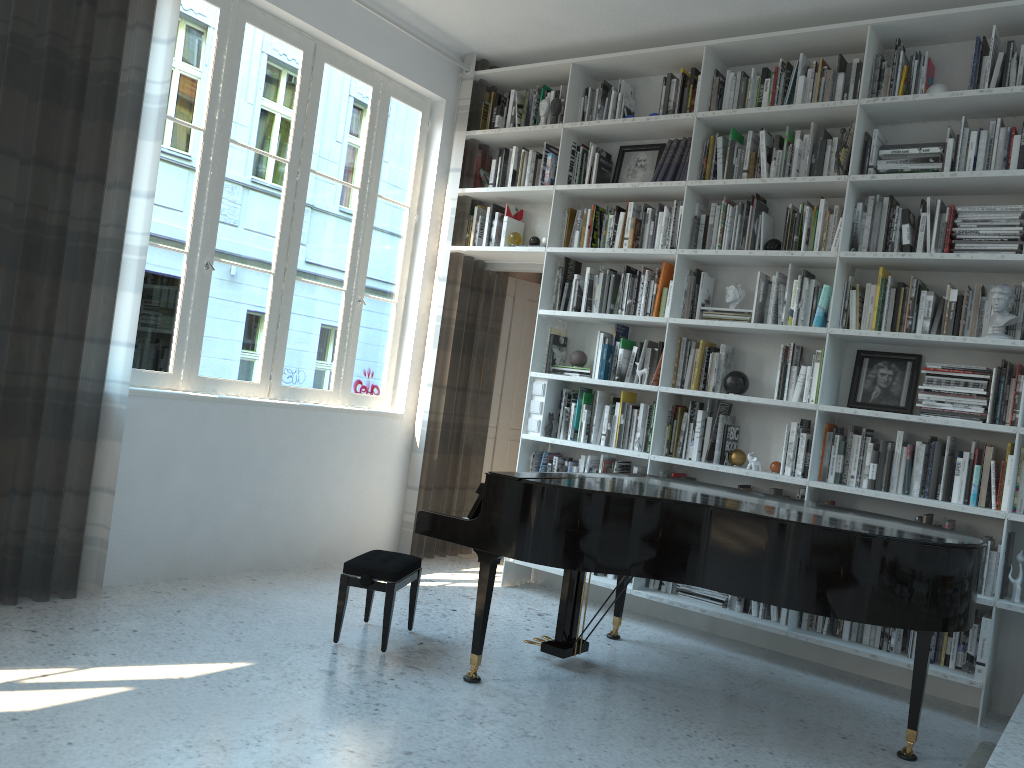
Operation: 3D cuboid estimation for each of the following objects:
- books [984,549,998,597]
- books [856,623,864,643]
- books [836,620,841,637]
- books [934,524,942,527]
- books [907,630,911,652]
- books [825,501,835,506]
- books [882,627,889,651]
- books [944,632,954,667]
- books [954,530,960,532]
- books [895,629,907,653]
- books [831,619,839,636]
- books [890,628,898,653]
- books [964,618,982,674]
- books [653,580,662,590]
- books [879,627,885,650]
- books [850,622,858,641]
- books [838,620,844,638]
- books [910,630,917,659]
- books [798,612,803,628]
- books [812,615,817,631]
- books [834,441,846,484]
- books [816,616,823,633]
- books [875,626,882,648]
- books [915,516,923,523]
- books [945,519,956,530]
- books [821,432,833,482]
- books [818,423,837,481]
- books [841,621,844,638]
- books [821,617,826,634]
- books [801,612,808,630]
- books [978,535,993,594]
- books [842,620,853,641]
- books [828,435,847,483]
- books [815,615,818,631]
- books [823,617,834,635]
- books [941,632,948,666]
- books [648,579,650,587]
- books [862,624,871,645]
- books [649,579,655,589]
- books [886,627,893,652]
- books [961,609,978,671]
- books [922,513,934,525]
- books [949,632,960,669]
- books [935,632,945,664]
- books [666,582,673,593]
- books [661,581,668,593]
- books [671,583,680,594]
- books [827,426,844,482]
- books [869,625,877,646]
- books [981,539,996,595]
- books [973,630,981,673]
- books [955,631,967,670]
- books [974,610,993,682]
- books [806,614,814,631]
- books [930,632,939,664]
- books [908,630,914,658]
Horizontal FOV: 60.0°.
[{"bbox_3d":[2.110,0.827,3.895,0.027,0.196,0.147,8,0,35],"label":"books"},{"bbox_3d":[1.694,1.079,4.234,0.026,0.294,0.155,8,0,35],"label":"books"},{"bbox_3d":[1.610,1.097,4.293,0.012,0.239,0.128,8,0,35],"label":"books"},{"bbox_3d":[1.938,0.773,4.039,0.066,0.261,0.133,8,0,35],"label":"books"},{"bbox_3d":[1.857,1.141,4.124,0.040,0.212,0.129,8,0,35],"label":"books"},{"bbox_3d":[1.526,0.709,4.304,0.012,0.285,0.137,8,0,35],"label":"books"},{"bbox_3d":[1.780,1.131,4.158,0.022,0.213,0.167,8,0,35],"label":"books"},{"bbox_3d":[1.992,1.168,4.010,0.024,0.191,0.155,8,0,35],"label":"books"},{"bbox_3d":[1.967,0.785,3.980,0.021,0.244,0.180,8,0,35],"label":"books"},{"bbox_3d":[1.829,1.112,4.136,0.024,0.262,0.131,8,0,35],"label":"books"},{"bbox_3d":[1.598,1.091,4.306,0.022,0.247,0.144,8,0,35],"label":"books"},{"bbox_3d":[1.807,1.096,4.134,0.014,0.288,0.185,8,0,35],"label":"books"},{"bbox_3d":[2.058,1.163,3.948,0.029,0.218,0.191,8,0,35],"label":"books"},{"bbox_3d":[0.836,1.027,4.839,0.053,0.184,0.148,8,0,35],"label":"books"},{"bbox_3d":[1.769,1.093,4.165,0.013,0.285,0.185,8,0,35],"label":"books"},{"bbox_3d":[1.671,1.126,4.260,0.030,0.197,0.143,8,0,35],"label":"books"},{"bbox_3d":[1.624,1.080,4.290,0.012,0.276,0.154,8,0,35],"label":"books"},{"bbox_3d":[1.877,1.144,4.076,0.029,0.210,0.170,8,0,35],"label":"books"},{"bbox_3d":[1.468,1.071,4.399,0.012,0.254,0.161,8,0,35],"label":"books"},{"bbox_3d":[1.523,1.035,4.360,0.014,0.340,0.140,8,0,35],"label":"books"},{"bbox_3d":[1.626,0.385,4.344,0.024,0.208,0.170,8,0,35],"label":"books"},{"bbox_3d":[1.543,1.076,4.345,0.025,0.263,0.145,8,0,35],"label":"books"},{"bbox_3d":[1.755,1.133,4.186,0.024,0.203,0.144,8,0,35],"label":"books"},{"bbox_3d":[1.857,0.751,4.078,0.012,0.285,0.159,8,0,35],"label":"books"},{"bbox_3d":[1.958,0.759,3.994,0.015,0.293,0.169,8,0,35],"label":"books"},{"bbox_3d":[1.579,0.362,4.386,0.029,0.244,0.154,8,0,35],"label":"books"},{"bbox_3d":[1.567,0.339,4.400,0.012,0.285,0.159,8,0,35],"label":"books"},{"bbox_3d":[1.633,1.091,4.283,0.012,0.255,0.150,8,0,35],"label":"books"},{"bbox_3d":[1.556,1.040,4.326,0.012,0.337,0.144,8,0,35],"label":"books"},{"bbox_3d":[1.480,1.071,4.365,0.026,0.256,0.183,8,0,35],"label":"books"},{"bbox_3d":[2.089,0.798,3.919,0.022,0.249,0.130,8,0,35],"label":"books"},{"bbox_3d":[1.631,1.115,4.252,0.028,0.206,0.175,8,0,35],"label":"books"},{"bbox_3d":[1.600,0.369,4.349,0.027,0.234,0.167,8,0,35],"label":"books"},{"bbox_3d":[1.534,1.077,4.363,0.010,0.259,0.131,8,0,35],"label":"books"},{"bbox_3d":[1.574,1.056,4.314,0.034,0.311,0.170,8,0,35],"label":"books"},{"bbox_3d":[1.977,1.133,4.012,0.011,0.258,0.171,8,0,35],"label":"books"},{"bbox_3d":[0.800,1.000,4.881,0.012,0.230,0.138,8,0,35],"label":"books"},{"bbox_3d":[1.714,1.112,4.220,0.030,0.234,0.138,8,0,35],"label":"books"},{"bbox_3d":[0.810,1.017,4.867,0.025,0.198,0.160,8,0,35],"label":"books"},{"bbox_3d":[1.798,1.071,4.141,0.014,0.336,0.183,8,0,35],"label":"books"},{"bbox_3d":[2.047,1.142,3.965,0.012,0.256,0.176,8,0,35],"label":"books"},{"bbox_3d":[1.880,0.744,4.044,0.013,0.303,0.181,8,0,35],"label":"books"},{"bbox_3d":[2.006,1.163,3.988,0.022,0.205,0.191,8,0,35],"label":"books"},{"bbox_3d":[1.968,1.142,4.035,0.028,0.239,0.140,8,0,35],"label":"books"},{"bbox_3d":[0.894,1.013,4.807,0.027,0.227,0.139,8,0,35],"label":"books"},{"bbox_3d":[0.869,1.007,4.815,0.023,0.231,0.164,8,0,35],"label":"books"},{"bbox_3d":[0.919,0.988,4.792,0.027,0.282,0.129,8,0,35],"label":"books"},{"bbox_3d":[1.593,0.347,4.369,0.011,0.275,0.146,8,0,35],"label":"books"},{"bbox_3d":[1.739,1.102,4.203,0.028,0.261,0.132,8,0,35],"label":"books"},{"bbox_3d":[2.097,0.804,3.904,0.010,0.238,0.167,8,0,35],"label":"books"},{"bbox_3d":[2.084,1.185,3.943,0.023,0.182,0.149,8,0,35],"label":"books"},{"bbox_3d":[2.034,1.155,3.984,0.028,0.227,0.162,8,0,35],"label":"books"},{"bbox_3d":[2.075,1.138,3.869,0.038,0.269,0.277,8,0,35],"label":"books"},{"bbox_3d":[1.500,1.051,4.354,0.014,0.301,0.184,8,0,35],"label":"books"},{"bbox_3d":[1.943,1.099,4.028,0.013,0.317,0.186,8,0,35],"label":"books"},{"bbox_3d":[1.858,1.144,4.084,0.010,0.206,0.180,8,0,35],"label":"books"}]
